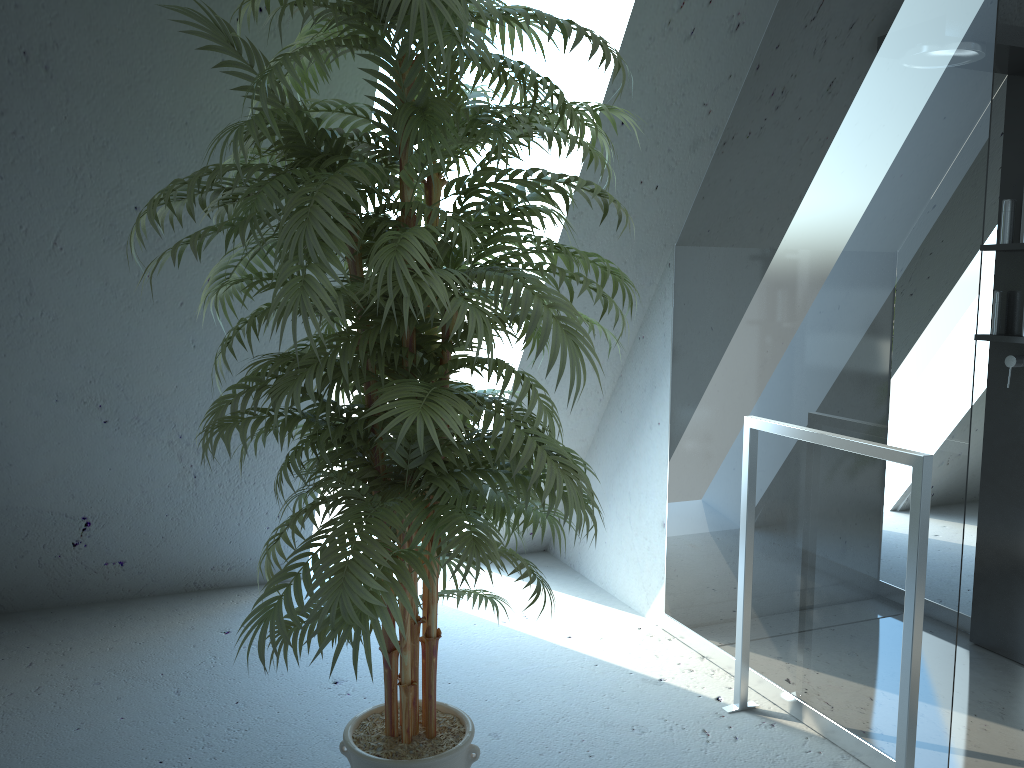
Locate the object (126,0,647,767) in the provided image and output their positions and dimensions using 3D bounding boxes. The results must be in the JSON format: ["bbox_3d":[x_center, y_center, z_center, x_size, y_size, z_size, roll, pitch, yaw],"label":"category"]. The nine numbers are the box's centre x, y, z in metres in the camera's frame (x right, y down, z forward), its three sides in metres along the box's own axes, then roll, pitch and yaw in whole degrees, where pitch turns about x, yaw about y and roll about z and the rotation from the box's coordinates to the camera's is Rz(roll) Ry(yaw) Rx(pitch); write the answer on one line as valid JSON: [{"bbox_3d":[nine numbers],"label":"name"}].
[{"bbox_3d":[-0.221,-0.004,1.864,1.020,2.034,0.980,4,7,26],"label":"object"}]

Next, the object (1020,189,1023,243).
[{"bbox_3d":[1.631,-0.553,2.793,0.043,0.215,0.043,-4,8,-37],"label":"object"}]

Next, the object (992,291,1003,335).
[{"bbox_3d":[1.596,-0.235,2.918,0.023,0.144,0.043,5,8,34],"label":"object"}]

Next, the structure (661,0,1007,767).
[{"bbox_3d":[1.291,-0.088,2.398,1.184,2.114,1.835,-2,7,-22],"label":"structure"}]

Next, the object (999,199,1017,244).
[{"bbox_3d":[1.604,-0.525,2.868,0.043,0.144,0.023,1,6,4],"label":"object"}]

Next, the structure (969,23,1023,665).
[{"bbox_3d":[1.429,-0.062,2.787,0.612,1.978,0.250,-2,7,-22],"label":"structure"}]

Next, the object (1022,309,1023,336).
[{"bbox_3d":[1.642,-0.238,2.804,0.043,0.175,0.023,5,8,37],"label":"object"}]
